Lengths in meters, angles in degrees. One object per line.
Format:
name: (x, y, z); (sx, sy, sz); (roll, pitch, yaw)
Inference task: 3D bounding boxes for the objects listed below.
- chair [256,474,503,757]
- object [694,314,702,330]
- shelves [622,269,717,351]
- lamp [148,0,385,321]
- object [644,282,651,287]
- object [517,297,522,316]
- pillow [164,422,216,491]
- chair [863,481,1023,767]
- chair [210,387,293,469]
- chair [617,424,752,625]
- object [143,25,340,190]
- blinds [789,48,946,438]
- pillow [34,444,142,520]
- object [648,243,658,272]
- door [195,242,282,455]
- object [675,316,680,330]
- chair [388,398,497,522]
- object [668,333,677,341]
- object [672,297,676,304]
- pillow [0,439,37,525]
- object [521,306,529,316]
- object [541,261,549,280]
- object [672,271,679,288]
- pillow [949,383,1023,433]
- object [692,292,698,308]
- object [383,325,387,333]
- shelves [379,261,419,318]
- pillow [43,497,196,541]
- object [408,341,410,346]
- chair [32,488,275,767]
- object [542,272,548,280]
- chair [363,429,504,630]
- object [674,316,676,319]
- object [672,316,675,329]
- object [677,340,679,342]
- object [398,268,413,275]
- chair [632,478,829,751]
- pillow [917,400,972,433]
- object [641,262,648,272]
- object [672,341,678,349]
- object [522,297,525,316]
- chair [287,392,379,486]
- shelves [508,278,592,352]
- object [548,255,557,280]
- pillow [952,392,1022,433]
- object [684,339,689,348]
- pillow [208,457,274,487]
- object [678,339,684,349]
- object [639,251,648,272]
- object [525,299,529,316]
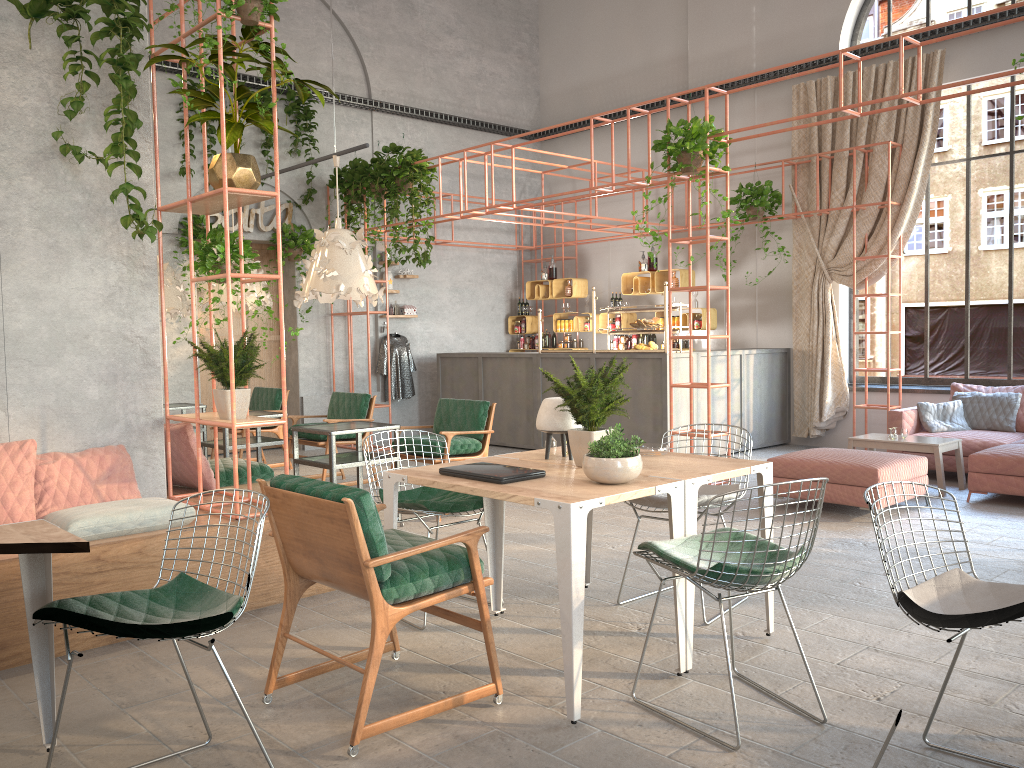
chair: (-0.536, 0.812, 3.508); (0.685, 0.917, 0.722); (-4, 4, -43)
object: (2.422, -0.805, 11.480); (0.131, 0.207, 0.131); (-1, 3, 2)
shelves: (1.964, -0.611, 12.103); (0.328, 1.838, 1.750); (-4, 4, -43)
lamp: (-2.572, -2.654, 8.000); (0.704, 4.052, 4.456); (-4, 4, -43)
object: (1.859, -1.316, 12.061); (0.123, 0.142, 0.141); (-4, 4, -43)
object: (0.119, -1.214, 13.905); (0.066, 0.291, 0.066); (0, 3, 17)
pillow: (-2.263, 0.459, 5.821); (0.839, 0.474, 0.276); (1, 4, 38)
chair: (1.469, 0.810, 2.723); (0.565, 0.941, 0.717); (-4, 4, -41)
chair: (-2.966, 0.516, 10.055); (0.685, 0.930, 0.722); (-4, 4, -43)
chair: (0.930, 0.712, 4.755); (0.565, 0.941, 0.717); (2, 4, 43)
object: (-1.483, -1.530, 4.924); (0.934, 0.947, 0.903); (-1, 3, 9)
blinds: (5.150, -1.467, 9.269); (0.414, 4.389, 4.957); (-4, 4, -42)
pillow: (-2.382, 0.558, 4.881); (0.289, 0.385, 0.666); (2, 4, 43)
object: (1.923, -1.724, 12.115); (0.134, 0.386, 0.134); (1, 4, 36)
door: (-3.770, -0.485, 11.744); (1.360, 2.729, 0.551); (-4, 4, -43)
object: (2.181, -0.803, 11.677); (0.069, 0.191, 0.069); (-3, 3, -26)
chair: (-0.587, 0.606, 7.485); (0.685, 0.929, 0.722); (-4, 4, -43)
object: (2.146, -0.632, 11.851); (0.115, 0.107, 0.115); (0, 3, 14)
object: (2.137, -1.073, 11.752); (0.083, 0.159, 0.083); (-1, 3, 2)
pillow: (-2.841, 0.543, 4.426); (0.839, 0.474, 0.276); (-2, 3, -22)
object: (0.203, -1.140, 13.840); (0.115, 0.147, 0.115); (-1, 3, 2)
object: (0.517, -1.739, 13.690); (0.134, 0.301, 0.134); (1, 4, 36)
object: (2.161, -1.369, 11.822); (0.137, 0.261, 0.137); (-1, 3, -7)
pillow: (4.833, 0.235, 8.970); (0.276, 0.474, 0.839); (-4, 4, -42)
object: (2.406, -1.128, 11.640); (0.075, 0.273, 0.075); (1, 4, 36)
object: (-1.792, -0.785, 12.526); (0.093, 0.121, 0.049); (-4, 4, -40)
shelves: (-1.600, -1.335, 12.596); (0.560, 0.790, 0.186); (-4, 4, -42)
pillow: (-2.057, 0.704, 4.640); (0.637, 0.149, 0.491); (-4, 4, -42)
object: (-1.486, -0.553, 12.827); (0.033, 0.146, 0.070); (0, 3, 19)
chair: (-1.141, 0.855, 2.842); (0.565, 0.941, 0.717); (2, 4, 43)
object: (0.497, -1.637, 13.456); (0.088, 0.123, 0.088); (0, 3, 13)
chair: (-0.434, 0.739, 4.753); (0.565, 0.941, 0.717); (-4, 4, -41)
object: (2.177, -0.815, 11.906); (0.069, 0.191, 0.069); (-1, 3, -4)
object: (2.120, -0.805, 11.744); (0.069, 0.191, 0.069); (-2, 3, -7)
object: (2.234, -0.529, 11.850); (0.115, 0.107, 0.115); (-3, 4, -37)
object: (-1.521, -1.603, 12.687); (0.263, 0.101, 0.013); (-4, 4, -43)
chair: (0.833, 0.787, 3.396); (0.565, 0.941, 0.717); (-3, 3, -26)
pillow: (4.334, 0.333, 8.852); (0.500, 0.324, 0.307); (-2, 3, -8)
object: (1.801, -1.587, 12.048); (0.088, 0.123, 0.088); (0, 3, 13)
object: (2.143, -0.522, 11.766); (0.115, 0.107, 0.115); (0, 3, 14)
object: (0.175, -1.218, 13.958); (0.066, 0.291, 0.066); (-3, 4, -36)
chair: (-1.789, 0.561, 8.784); (0.685, 0.930, 0.722); (-4, 4, -43)
shelves: (0.660, -0.661, 13.511); (0.328, 1.838, 1.750); (-4, 4, -43)
object: (0.619, -1.774, 13.523); (0.134, 0.386, 0.134); (-2, 3, -9)
pillow: (4.714, 0.274, 8.880); (0.289, 0.385, 0.666); (-4, 4, -42)
object: (2.341, -0.543, 11.848); (0.073, 0.131, 0.073); (1, 4, 40)
pillow: (-2.022, 0.619, 6.197); (0.491, 0.149, 0.637); (-4, 4, -42)
object: (2.240, -0.535, 11.747); (0.073, 0.131, 0.073); (1, 4, 40)
object: (1.821, -1.689, 12.282); (0.134, 0.301, 0.134); (1, 4, 36)
object: (0.236, -1.222, 14.011); (0.066, 0.291, 0.066); (-1, 3, -3)
